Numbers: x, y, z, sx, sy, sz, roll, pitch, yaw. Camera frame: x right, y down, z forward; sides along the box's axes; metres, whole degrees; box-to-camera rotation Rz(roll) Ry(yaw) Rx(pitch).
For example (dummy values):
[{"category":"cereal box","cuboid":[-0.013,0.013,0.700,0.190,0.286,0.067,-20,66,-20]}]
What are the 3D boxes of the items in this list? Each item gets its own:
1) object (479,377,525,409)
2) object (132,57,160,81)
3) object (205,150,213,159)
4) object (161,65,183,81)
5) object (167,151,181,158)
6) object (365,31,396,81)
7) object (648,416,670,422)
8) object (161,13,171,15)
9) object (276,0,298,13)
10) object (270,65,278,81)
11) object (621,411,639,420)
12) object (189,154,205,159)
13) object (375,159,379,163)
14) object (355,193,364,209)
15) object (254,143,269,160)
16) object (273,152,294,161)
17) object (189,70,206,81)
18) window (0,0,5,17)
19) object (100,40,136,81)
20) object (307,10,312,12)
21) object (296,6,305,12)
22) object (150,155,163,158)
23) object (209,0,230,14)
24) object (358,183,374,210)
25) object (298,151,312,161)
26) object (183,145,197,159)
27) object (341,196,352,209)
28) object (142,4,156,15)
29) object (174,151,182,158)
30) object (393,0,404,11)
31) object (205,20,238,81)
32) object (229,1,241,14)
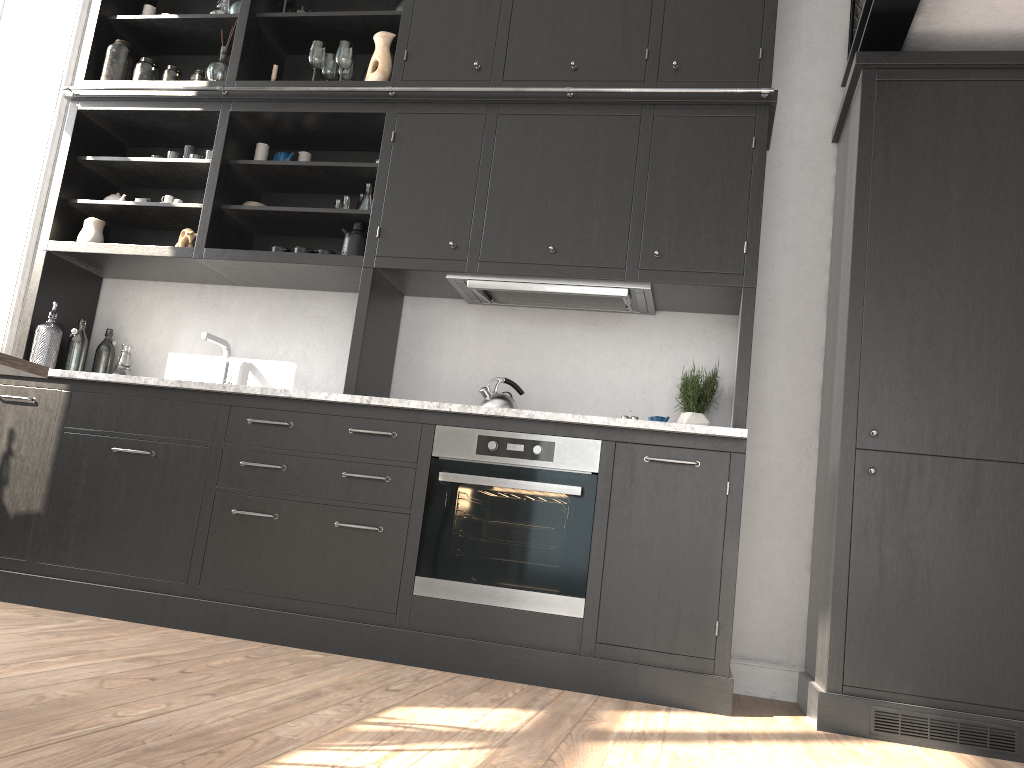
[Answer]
[{"category":"object","cuboid":[-0.049,0.062,3.672,0.171,0.185,0.171,3,-11,24]},{"category":"object","cuboid":[-1.761,-1.478,4.267,0.114,0.155,0.114,4,-10,16]},{"category":"object","cuboid":[-1.407,-1.048,4.144,0.064,0.069,0.064,6,-10,6]},{"category":"object","cuboid":[-1.651,-1.456,4.296,0.096,0.150,0.097,7,-10,2]},{"category":"object","cuboid":[-1.611,-1.061,4.210,0.064,0.069,0.064,12,-11,-29]},{"category":"object","cuboid":[-0.591,-1.442,3.986,0.094,0.266,0.116,14,-12,-34]},{"category":"object","cuboid":[0.588,0.182,3.604,0.082,0.093,0.140,6,-10,3]},{"category":"object","cuboid":[-1.730,-1.794,4.454,0.096,0.095,0.096,16,-14,-42]},{"category":"object","cuboid":[-1.090,-1.798,4.289,0.065,0.199,0.084,0,-12,35]},{"category":"object","cuboid":[-1.118,-1.423,4.154,0.123,0.161,0.123,3,-11,22]},{"category":"object","cuboid":[0.483,0.167,3.653,0.080,0.116,0.040,4,-10,18]},{"category":"object","cuboid":[-1.482,-1.042,4.163,0.072,0.047,0.072,15,-13,-38]},{"category":"object","cuboid":[-0.594,-0.992,4.037,0.080,0.116,0.040,1,-12,33]},{"category":"object","cuboid":[-0.698,-0.796,4.081,0.083,0.157,0.084,3,-11,23]},{"category":"object","cuboid":[-1.180,-1.051,4.159,0.059,0.135,0.082,10,-10,-19]},{"category":"object","cuboid":[-1.070,-1.023,4.125,0.082,0.093,0.140,11,-11,-21]},{"category":"object","cuboid":[-1.544,-1.447,4.371,0.092,0.184,0.092,2,-11,27]},{"category":"window","cuboid":[-4.131,-4.890,11.273,26.393,15.912,14.408,5,-10,13]},{"category":"object","cuboid":[-1.899,-1.533,4.287,0.118,0.238,0.119,7,-10,-1]},{"category":"object","cuboid":[-1.010,-1.760,4.380,0.084,0.176,0.065,0,-12,35]},{"category":"object","cuboid":[-1.011,-1.756,4.252,0.053,0.124,0.041,10,-10,-20]},{"category":"object","cuboid":[-1.692,-1.055,4.232,0.072,0.047,0.072,15,-13,-38]},{"category":"object","cuboid":[-1.416,-1.837,4.358,0.132,0.219,0.132,9,-10,-12]},{"category":"object","cuboid":[-0.645,-0.814,3.951,0.083,0.157,0.084,7,-10,-3]},{"category":"object","cuboid":[-0.976,-1.021,4.190,0.082,0.135,0.059,8,-10,-4]},{"category":"object","cuboid":[-1.536,-1.071,4.209,0.060,0.107,0.061,-1,-13,40]},{"category":"object","cuboid":[-0.741,-0.791,3.965,0.058,0.094,0.058,14,-12,-37]},{"category":"object","cuboid":[-1.837,-1.826,4.458,0.082,0.135,0.059,-2,-13,40]},{"category":"object","cuboid":[-1.643,-1.067,4.302,0.060,0.107,0.060,10,-10,-19]},{"category":"object","cuboid":[-0.519,-1.768,4.231,0.110,0.254,0.100,11,-11,-21]},{"category":"object","cuboid":[-1.350,-1.549,4.164,0.134,0.357,0.134,13,-12,-31]},{"category":"object","cuboid":[-1.291,-1.893,4.308,0.118,0.340,0.123,1,-12,31]}]
